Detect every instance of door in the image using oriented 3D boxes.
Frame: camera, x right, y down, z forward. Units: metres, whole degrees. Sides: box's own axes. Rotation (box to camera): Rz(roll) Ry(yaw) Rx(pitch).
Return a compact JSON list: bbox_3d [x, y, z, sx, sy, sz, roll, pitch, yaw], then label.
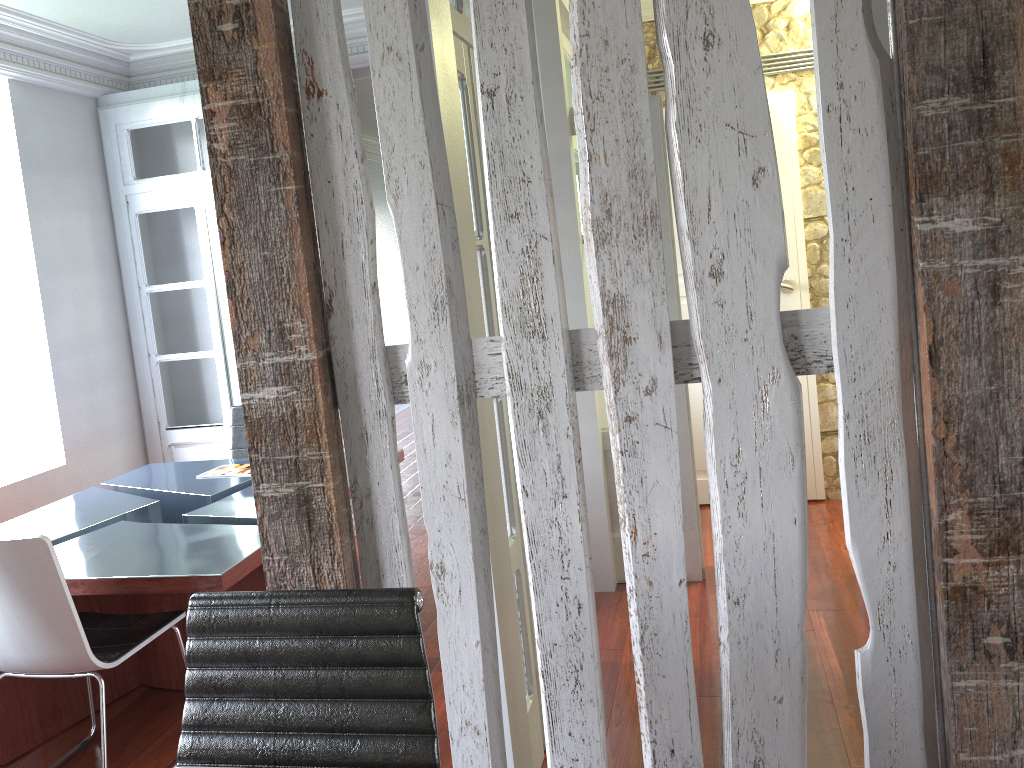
[{"bbox_3d":[-0.032,0.078,2.670,0.041,2.169,1.064,-5,6,13],"label":"door"},{"bbox_3d":[0.407,-0.219,4.455,0.483,2.171,1.192,-7,6,-12],"label":"door"},{"bbox_3d":[1.193,-0.414,5.015,0.868,2.208,0.146,-5,5,13],"label":"door"},{"bbox_3d":[-1.728,-0.120,5.387,1.159,2.171,0.041,-5,5,13],"label":"door"}]

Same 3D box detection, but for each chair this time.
[{"bbox_3d":[-1.326,0.599,4.506,0.474,0.915,0.605,-5,6,13],"label":"chair"},{"bbox_3d":[-1.391,0.844,2.815,0.474,0.915,0.605,-5,6,13],"label":"chair"},{"bbox_3d":[-0.381,0.900,1.270,0.665,1.018,0.703,-5,6,8],"label":"chair"}]

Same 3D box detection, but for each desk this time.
[{"bbox_3d":[-1.394,0.835,3.796,1.444,0.651,1.724,-4,8,13],"label":"desk"}]

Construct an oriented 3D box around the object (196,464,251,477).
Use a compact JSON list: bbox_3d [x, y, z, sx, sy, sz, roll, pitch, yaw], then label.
[{"bbox_3d":[-1.348,0.423,4.335,0.307,0.012,0.225,-4,8,18],"label":"object"}]
